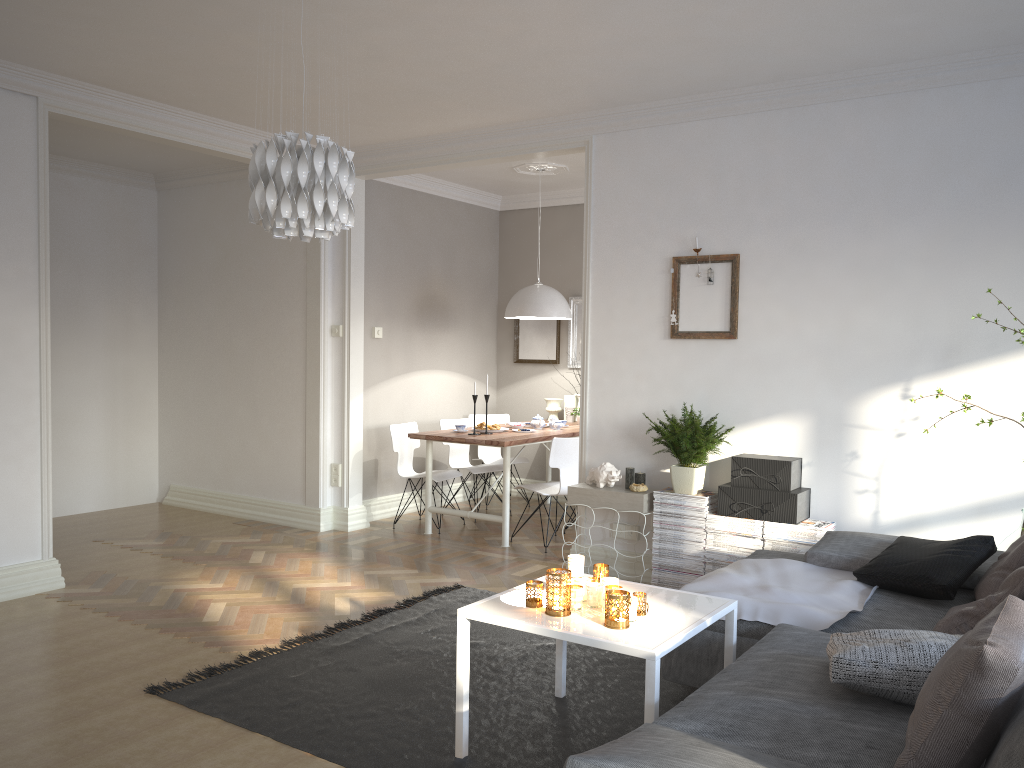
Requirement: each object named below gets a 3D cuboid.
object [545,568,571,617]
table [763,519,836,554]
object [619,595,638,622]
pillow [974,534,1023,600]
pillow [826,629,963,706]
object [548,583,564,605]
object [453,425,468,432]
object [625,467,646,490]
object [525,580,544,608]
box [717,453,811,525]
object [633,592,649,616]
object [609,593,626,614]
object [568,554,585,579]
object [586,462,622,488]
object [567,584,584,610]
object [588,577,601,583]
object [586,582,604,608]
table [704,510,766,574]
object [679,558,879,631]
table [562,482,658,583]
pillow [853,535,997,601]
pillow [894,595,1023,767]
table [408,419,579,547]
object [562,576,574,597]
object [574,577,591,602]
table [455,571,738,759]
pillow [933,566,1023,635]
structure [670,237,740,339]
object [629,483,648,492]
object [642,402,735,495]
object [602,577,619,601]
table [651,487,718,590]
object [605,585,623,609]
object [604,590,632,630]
[{"bbox_3d":[0.150,0.681,2.902,0.090,0.140,0.086,1,3,4],"label":"object"},{"bbox_3d":[1.487,0.963,4.607,0.327,0.499,0.246,3,3,34],"label":"table"},{"bbox_3d":[0.373,0.720,2.842,0.060,0.073,0.060,1,3,-4],"label":"object"},{"bbox_3d":[1.881,0.679,3.255,0.324,0.403,0.429,2,3,21],"label":"pillow"},{"bbox_3d":[1.075,0.769,2.431,0.406,0.194,0.404,2,2,20],"label":"pillow"},{"bbox_3d":[0.145,0.712,2.977,0.060,0.073,0.060,2,3,23],"label":"object"},{"bbox_3d":[-0.380,0.331,6.616,0.116,0.056,0.137,0,2,-26],"label":"object"},{"bbox_3d":[0.712,0.539,5.124,0.123,0.134,0.062,0,3,-15],"label":"object"},{"bbox_3d":[0.075,0.707,2.985,0.060,0.079,0.060,2,3,24],"label":"object"},{"bbox_3d":[1.328,0.549,4.695,0.419,0.316,0.298,3,3,34],"label":"box"},{"bbox_3d":[0.422,0.722,2.912,0.054,0.068,0.047,1,3,-6],"label":"object"},{"bbox_3d":[0.344,0.718,2.903,0.060,0.073,0.060,-1,3,-31],"label":"object"},{"bbox_3d":[0.223,0.636,3.087,0.060,0.073,0.060,-1,3,-40],"label":"object"},{"bbox_3d":[0.537,0.527,5.168,0.137,0.150,0.310,0,3,-26],"label":"object"},{"bbox_3d":[0.209,0.713,2.963,0.060,0.073,0.060,2,3,23],"label":"object"},{"bbox_3d":[0.288,0.716,3.128,0.052,0.058,0.050,1,3,3],"label":"object"},{"bbox_3d":[0.279,0.713,2.994,0.060,0.073,0.060,1,3,-10],"label":"object"},{"bbox_3d":[1.226,0.952,4.782,0.327,0.499,0.246,3,3,34],"label":"table"},{"bbox_3d":[1.064,0.994,3.584,0.725,0.437,0.811,2,3,32],"label":"object"},{"bbox_3d":[0.592,0.890,5.161,0.553,0.576,0.298,3,3,35],"label":"table"},{"bbox_3d":[1.638,0.712,3.527,0.401,0.248,0.421,-1,3,-36],"label":"pillow"},{"bbox_3d":[0.987,0.678,1.925,0.242,0.390,0.426,3,3,34],"label":"pillow"},{"bbox_3d":[0.144,0.728,7.051,0.852,0.751,1.985,3,3,34],"label":"table"},{"bbox_3d":[0.204,0.707,3.118,0.060,0.073,0.060,2,3,14],"label":"object"},{"bbox_3d":[0.243,0.710,3.063,0.060,0.073,0.060,2,3,14],"label":"object"},{"bbox_3d":[0.299,1.001,3.026,0.715,0.505,0.674,3,3,34],"label":"table"},{"bbox_3d":[1.613,0.715,2.959,0.337,0.311,0.414,3,3,39],"label":"pillow"},{"bbox_3d":[1.077,-0.541,4.981,0.398,0.575,0.053,3,3,31],"label":"structure"},{"bbox_3d":[0.719,0.587,5.024,0.099,0.046,0.104,1,2,-10],"label":"object"},{"bbox_3d":[0.960,0.361,4.895,0.438,0.527,0.368,3,3,34],"label":"object"},{"bbox_3d":[0.340,0.711,3.070,0.060,0.073,0.060,-1,3,-31],"label":"object"},{"bbox_3d":[0.971,0.893,4.951,0.321,0.597,0.246,3,3,34],"label":"table"},{"bbox_3d":[0.340,0.715,2.968,0.060,0.073,0.060,-1,3,-31],"label":"object"},{"bbox_3d":[0.330,0.706,2.781,0.080,0.104,0.080,2,3,24],"label":"object"}]
